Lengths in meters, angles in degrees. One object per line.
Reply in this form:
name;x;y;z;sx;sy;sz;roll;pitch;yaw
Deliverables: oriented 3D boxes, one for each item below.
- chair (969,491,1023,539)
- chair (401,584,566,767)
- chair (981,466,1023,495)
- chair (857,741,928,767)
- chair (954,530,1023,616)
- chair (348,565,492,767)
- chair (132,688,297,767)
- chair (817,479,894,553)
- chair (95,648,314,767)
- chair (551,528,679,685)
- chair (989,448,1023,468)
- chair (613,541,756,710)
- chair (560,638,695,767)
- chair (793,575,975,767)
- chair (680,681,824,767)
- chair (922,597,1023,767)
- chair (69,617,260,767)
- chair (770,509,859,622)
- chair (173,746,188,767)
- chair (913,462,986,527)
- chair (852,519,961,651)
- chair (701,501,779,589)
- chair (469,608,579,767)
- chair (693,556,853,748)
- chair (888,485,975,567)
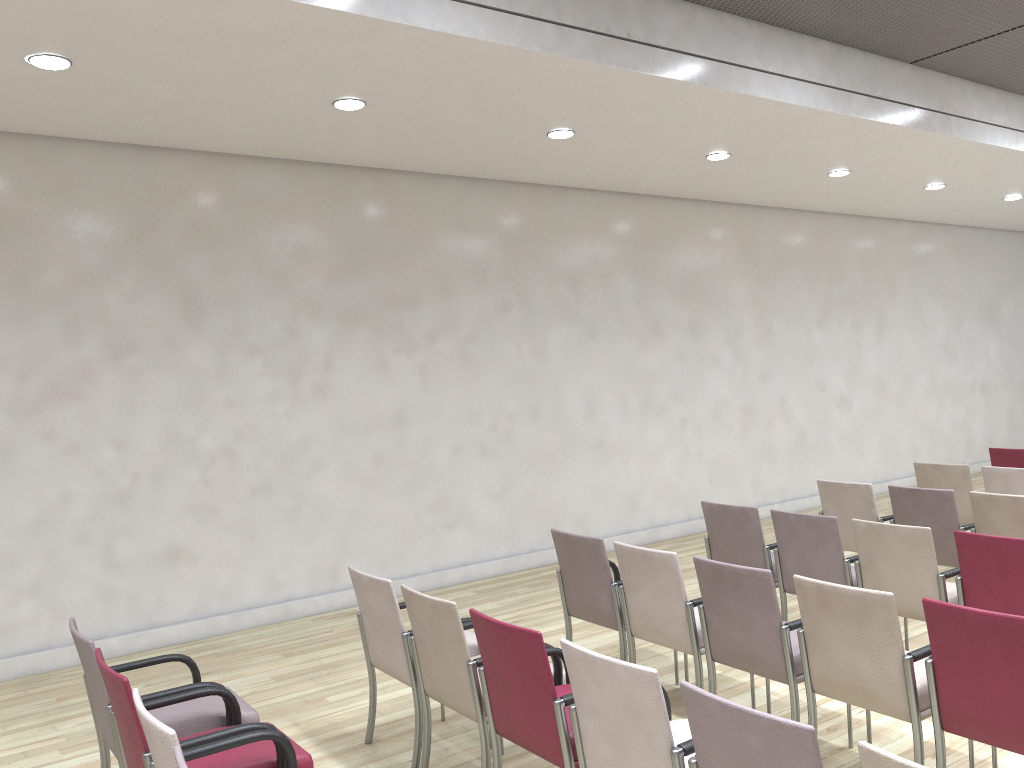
chair;3.242;1.092;5.527;0.640;0.890;0.513;-4;1;-36
chair;-0.093;1.294;3.849;0.640;0.890;0.513;-4;1;-35
chair;3.926;1.040;6.672;0.640;0.890;0.513;-4;1;-35
chair;1.190;1.249;2.048;0.640;0.890;0.513;-4;1;-36
chair;2.565;1.144;4.362;0.640;0.890;0.513;-4;1;-36
chair;-0.405;1.305;4.294;0.640;0.890;0.513;-4;1;-35
chair;-0.759;1.346;2.683;0.640;0.890;0.513;-4;1;-35
chair;2.599;1.115;6.417;0.640;0.890;0.513;-4;1;-34
chair;-1.082;1.357;3.134;0.640;0.890;0.513;-4;1;-36
chair;0.609;1.241;5.000;0.640;0.890;0.513;-4;1;-34
chair;4.608;0.987;7.838;0.640;0.890;0.513;-4;1;-35
chair;0.911;1.231;4.546;0.640;0.890;0.513;-4;1;-35
chair;0.551;1.271;2.953;0.640;0.890;0.513;-4;1;-36
chair;1.547;1.208;3.642;0.640;0.890;0.513;-4;1;-35
chair;0.864;1.261;2.491;0.640;0.890;0.513;-4;1;-34
chair;1.876;1.197;3.209;0.640;0.890;0.513;-4;1;-36
chair;-1.398;1.368;3.582;0.640;0.890;0.513;-4;1;-35
chair;1.923;1.167;5.255;0.640;0.890;0.513;-4;1;-35
chair;-0.461;1.336;2.229;0.640;0.890;0.513;-4;1;-35
chair;3.618;1.050;7.127;0.640;0.890;0.513;-4;1;-36
chair;2.236;1.156;4.812;0.640;0.890;0.513;-4;1;-35
chair;1.609;1.177;5.712;0.640;0.890;0.513;-4;1;-36
chair;0.227;1.283;3.391;0.640;0.890;0.513;-4;1;-35
chair;1.229;1.220;4.097;0.640;0.890;0.513;-4;1;-34
chair;2.921;1.103;5.964;0.640;0.890;0.513;-4;1;-36
